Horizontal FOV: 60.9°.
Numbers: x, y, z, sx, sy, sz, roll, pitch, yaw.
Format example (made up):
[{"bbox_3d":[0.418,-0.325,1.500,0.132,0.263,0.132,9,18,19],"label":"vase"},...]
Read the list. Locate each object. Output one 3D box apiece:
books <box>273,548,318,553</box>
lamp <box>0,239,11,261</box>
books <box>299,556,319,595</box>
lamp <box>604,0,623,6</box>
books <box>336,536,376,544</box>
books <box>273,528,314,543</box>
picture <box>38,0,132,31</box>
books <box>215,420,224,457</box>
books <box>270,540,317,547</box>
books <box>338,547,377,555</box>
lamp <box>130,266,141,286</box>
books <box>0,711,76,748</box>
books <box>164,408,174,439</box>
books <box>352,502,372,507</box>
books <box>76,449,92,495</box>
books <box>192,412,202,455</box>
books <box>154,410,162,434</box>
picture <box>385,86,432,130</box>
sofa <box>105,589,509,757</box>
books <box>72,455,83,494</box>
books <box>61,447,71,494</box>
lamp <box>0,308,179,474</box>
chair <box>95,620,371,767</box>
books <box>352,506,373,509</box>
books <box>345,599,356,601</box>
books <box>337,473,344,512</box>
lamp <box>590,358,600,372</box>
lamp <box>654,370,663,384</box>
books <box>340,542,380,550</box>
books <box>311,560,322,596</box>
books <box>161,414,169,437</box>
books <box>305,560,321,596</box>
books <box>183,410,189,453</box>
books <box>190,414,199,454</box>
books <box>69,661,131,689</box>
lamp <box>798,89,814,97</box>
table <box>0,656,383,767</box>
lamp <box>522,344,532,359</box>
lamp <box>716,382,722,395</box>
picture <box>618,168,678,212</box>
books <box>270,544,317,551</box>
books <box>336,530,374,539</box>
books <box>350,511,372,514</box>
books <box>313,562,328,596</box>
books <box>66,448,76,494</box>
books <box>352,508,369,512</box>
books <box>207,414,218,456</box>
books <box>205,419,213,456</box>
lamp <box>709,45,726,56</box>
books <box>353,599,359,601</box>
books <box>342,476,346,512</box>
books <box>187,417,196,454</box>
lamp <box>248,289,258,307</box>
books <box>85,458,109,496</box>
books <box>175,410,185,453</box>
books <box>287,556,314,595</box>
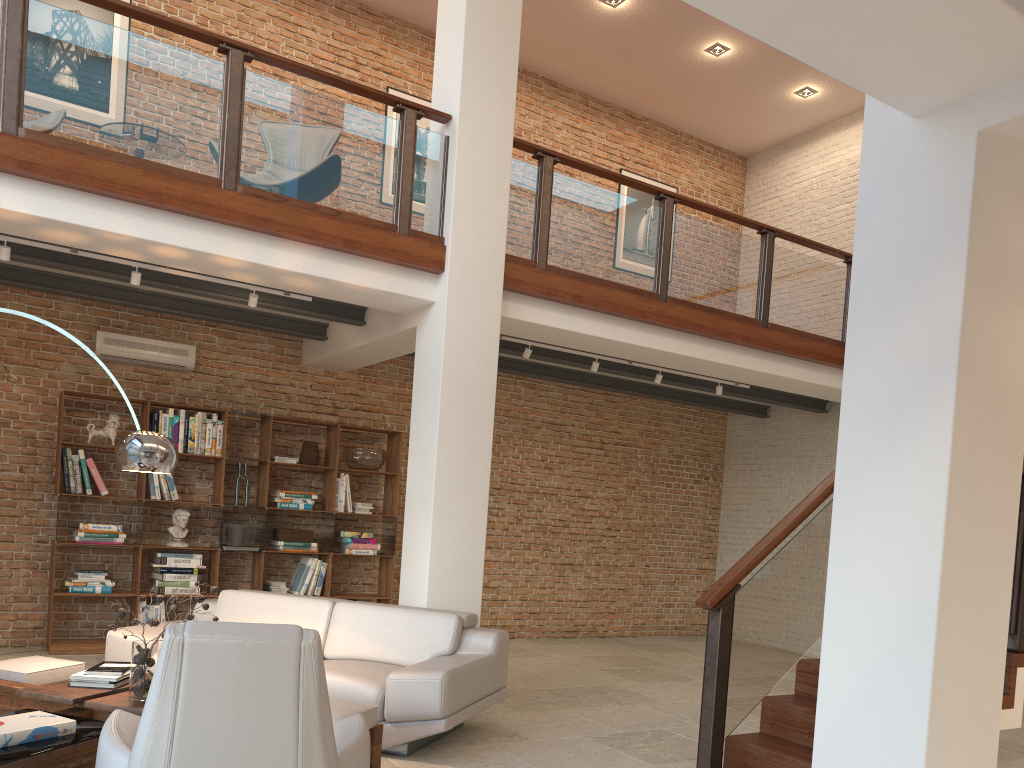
[{"bbox_3d":[-2.092,1.607,8.425,0.359,0.020,0.273,10,-11,-33],"label":"books"},{"bbox_3d":[-3.097,-0.812,5.325,0.061,0.120,0.086,4,-2,-30],"label":"lamp"},{"bbox_3d":[-2.010,1.866,8.481,0.162,0.371,0.243,4,-1,-32],"label":"books"},{"bbox_3d":[0.969,-3.675,8.311,0.125,0.054,0.124,8,-8,-32],"label":"lamp"},{"bbox_3d":[-1.569,1.568,8.755,0.329,0.055,0.255,9,-10,-32],"label":"books"},{"bbox_3d":[-2.108,1.457,8.390,0.338,0.118,0.213,9,-8,-32],"label":"books"},{"bbox_3d":[-3.722,-2.829,7.332,0.920,1.190,0.027,5,1,-32],"label":"picture"},{"bbox_3d":[-2.708,0.506,7.982,0.056,0.328,0.254,3,-1,-32],"label":"books"},{"bbox_3d":[-2.100,1.536,8.391,0.383,0.036,0.245,10,-10,-33],"label":"books"},{"bbox_3d":[-1.554,1.681,8.760,0.329,0.055,0.255,9,-10,-29],"label":"books"},{"bbox_3d":[-2.468,-0.703,5.721,0.061,0.128,0.086,4,-1,-30],"label":"lamp"},{"bbox_3d":[-2.029,1.423,3.600,0.254,0.056,0.331,-1,-10,28],"label":"books"},{"bbox_3d":[-3.055,0.416,7.737,0.037,0.381,0.243,3,-1,-32],"label":"books"},{"bbox_3d":[-1.511,1.209,8.738,0.134,0.033,0.206,11,-11,-41],"label":"books"},{"bbox_3d":[-3.636,0.750,7.402,0.122,0.379,0.243,4,-1,-32],"label":"books"},{"bbox_3d":[-2.856,0.452,7.882,0.037,0.381,0.243,3,-1,-32],"label":"books"},{"bbox_3d":[-3.135,0.418,7.703,0.021,0.357,0.271,3,-1,-32],"label":"books"},{"bbox_3d":[-0.920,-2.359,9.097,0.920,1.190,0.027,5,1,-32],"label":"picture"},{"bbox_3d":[-1.280,1.782,5.595,2.323,0.751,1.158,1,-6,18],"label":"sofa"},{"bbox_3d":[-3.701,0.769,7.399,0.103,0.332,0.254,3,-2,-32],"label":"books"},{"bbox_3d":[-3.760,0.729,7.328,0.092,0.382,0.243,3,-1,-32],"label":"books"},{"bbox_3d":[-2.844,0.756,4.772,2.030,2.340,0.319,4,1,4],"label":"lamp"},{"bbox_3d":[-0.971,1.292,3.089,1.031,1.009,0.976,5,-4,-15],"label":"chair"},{"bbox_3d":[-1.508,1.237,8.747,0.172,0.018,0.237,9,-10,-28],"label":"books"},{"bbox_3d":[-1.617,2.358,8.771,0.069,0.383,0.243,3,-1,-32],"label":"books"},{"bbox_3d":[-1.725,1.070,8.599,0.037,0.381,0.243,3,-1,-32],"label":"books"},{"bbox_3d":[0.738,-0.164,7.741,0.061,0.128,0.086,4,-1,-30],"label":"lamp"},{"bbox_3d":[1.367,-0.059,8.138,0.061,0.128,0.086,4,-1,-30],"label":"lamp"},{"bbox_3d":[-1.529,1.629,8.771,0.330,0.055,0.255,10,-11,-36],"label":"books"},{"bbox_3d":[-1.958,1.889,8.536,0.098,0.352,0.271,3,-2,-32],"label":"books"},{"bbox_3d":[-3.094,0.436,7.709,0.056,0.328,0.254,3,-1,-32],"label":"books"},{"bbox_3d":[-1.971,1.883,8.517,0.098,0.352,0.271,3,-2,-32],"label":"books"},{"bbox_3d":[-2.946,0.435,7.810,0.037,0.381,0.243,3,-1,-32],"label":"books"},{"bbox_3d":[-2.875,0.460,7.856,0.021,0.357,0.271,3,-1,-32],"label":"books"},{"bbox_3d":[-2.110,1.517,4.565,0.250,0.074,0.405,4,-9,1],"label":"books"},{"bbox_3d":[3.302,-3.284,9.781,0.125,0.054,0.124,8,-8,-32],"label":"lamp"},{"bbox_3d":[-1.948,1.647,3.986,2.199,0.425,1.998,1,-9,19],"label":"table"},{"bbox_3d":[0.129,-0.267,7.354,0.086,0.128,0.060,3,-1,28],"label":"lamp"},{"bbox_3d":[2.032,0.052,8.548,0.059,0.128,0.088,4,-2,18],"label":"lamp"},{"bbox_3d":[1.645,-1.928,10.713,0.920,1.190,0.027,5,1,-32],"label":"picture"},{"bbox_3d":[-2.109,1.577,8.429,0.383,0.036,0.244,10,-11,-36],"label":"books"},{"bbox_3d":[-1.579,1.510,8.744,0.328,0.055,0.256,7,-9,-22],"label":"books"},{"bbox_3d":[-1.517,1.291,8.757,0.172,0.018,0.237,8,-10,-23],"label":"books"},{"bbox_3d":[-1.914,1.902,8.548,0.117,0.332,0.254,4,-2,-32],"label":"books"},{"bbox_3d":[-3.733,0.734,7.355,0.092,0.382,0.243,3,-1,-32],"label":"books"},{"bbox_3d":[-1.514,1.262,8.740,0.133,0.033,0.207,7,-9,-21],"label":"books"},{"bbox_3d":[-2.739,0.470,7.941,0.037,0.381,0.243,3,-1,-32],"label":"books"},{"bbox_3d":[-2.778,0.490,7.911,0.056,0.328,0.254,3,-1,-32],"label":"books"},{"bbox_3d":[2.136,-3.479,9.046,0.125,0.054,0.124,8,-8,-32],"label":"lamp"},{"bbox_3d":[-1.580,2.362,8.782,0.069,0.383,0.243,3,-1,-32],"label":"books"},{"bbox_3d":[-1.707,1.088,8.623,0.021,0.357,0.271,3,-1,-32],"label":"books"},{"bbox_3d":[-2.900,0.467,7.823,0.056,0.328,0.254,3,-1,-32],"label":"books"},{"bbox_3d":[-1.822,-0.599,6.139,0.061,0.115,0.094,4,-2,-25],"label":"lamp"},{"bbox_3d":[-3.572,0.796,7.471,0.196,0.317,0.254,5,-2,-32],"label":"books"},{"bbox_3d":[-2.972,0.429,7.782,0.037,0.381,0.243,3,-1,-32],"label":"books"},{"bbox_3d":[-2.058,1.863,8.478,0.164,0.370,0.243,4,-1,-32],"label":"books"}]
